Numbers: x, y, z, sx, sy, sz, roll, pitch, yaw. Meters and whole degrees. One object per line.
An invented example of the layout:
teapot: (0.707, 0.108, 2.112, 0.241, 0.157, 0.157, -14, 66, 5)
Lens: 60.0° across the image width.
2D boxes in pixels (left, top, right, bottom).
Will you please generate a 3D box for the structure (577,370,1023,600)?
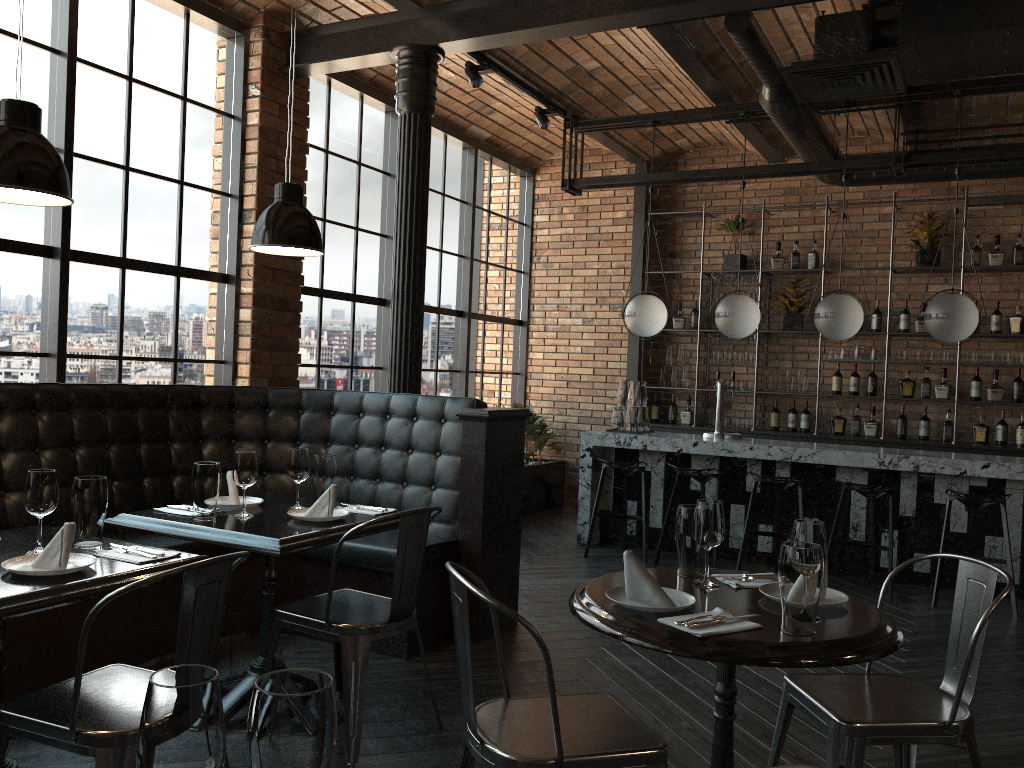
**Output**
structure: (3.353, 0.685, 6.611, 5.346, 1.430, 1.930, 3, 1, 28)

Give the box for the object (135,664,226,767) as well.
object: (-0.360, 0.438, 0.963, 0.092, 0.244, 0.092, 2, 1, -9)

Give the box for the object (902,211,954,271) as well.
object: (3.670, -1.275, 7.835, 0.425, 0.526, 0.430, 3, 1, 30)

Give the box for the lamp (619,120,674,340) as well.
lamp: (1.105, -1.232, 7.114, 0.340, 1.754, 0.340, 2, 1, -16)

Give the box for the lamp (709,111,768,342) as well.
lamp: (1.753, -1.201, 6.774, 0.340, 1.754, 0.340, 2, 1, -16)

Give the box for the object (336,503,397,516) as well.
object: (-0.613, 0.507, 3.625, 0.255, 0.019, 0.157, 3, 1, 28)

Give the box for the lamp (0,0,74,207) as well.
lamp: (-1.359, -1.351, 2.483, 0.291, 1.653, 0.291, 2, 1, -37)

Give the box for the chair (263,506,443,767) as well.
chair: (-0.574, 0.851, 3.250, 0.558, 0.857, 0.504, 3, 1, 33)

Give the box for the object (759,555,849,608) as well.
object: (0.796, 0.526, 2.416, 0.232, 0.139, 0.232, 2, 1, -2)

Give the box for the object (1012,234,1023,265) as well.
object: (4.270, -1.124, 7.477, 0.083, 0.282, 0.083, 3, 1, 13)

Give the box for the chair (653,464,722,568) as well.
chair: (1.334, 0.949, 6.417, 0.475, 0.737, 0.414, 3, 1, 33)

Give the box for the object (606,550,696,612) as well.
object: (0.362, 0.509, 2.308, 0.232, 0.139, 0.232, 2, 1, -18)

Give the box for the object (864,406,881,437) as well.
object: (3.248, 0.339, 7.985, 0.123, 0.279, 0.123, 3, 1, 41)

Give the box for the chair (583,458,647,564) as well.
chair: (0.829, 0.925, 6.683, 0.475, 0.737, 0.414, 3, 1, 18)

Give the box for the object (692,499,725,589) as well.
object: (0.560, 0.456, 2.533, 0.092, 0.244, 0.092, 3, 1, 27)

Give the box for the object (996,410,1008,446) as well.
object: (4.166, 0.373, 7.534, 0.086, 0.298, 0.086, 2, 1, -13)

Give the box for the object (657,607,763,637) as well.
object: (0.495, 0.571, 2.150, 0.255, 0.019, 0.157, 2, 1, -32)

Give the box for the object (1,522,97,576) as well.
object: (-1.257, 0.440, 2.417, 0.232, 0.139, 0.232, 3, 1, 25)

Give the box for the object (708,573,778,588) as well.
object: (0.696, 0.574, 2.614, 0.255, 0.019, 0.157, 2, 1, -12)

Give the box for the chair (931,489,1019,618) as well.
chair: (2.913, 1.025, 5.588, 0.475, 0.737, 0.414, 3, 1, 23)

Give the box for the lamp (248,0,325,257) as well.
lamp: (-0.847, -1.343, 3.459, 0.291, 1.653, 0.291, 2, 1, -17)

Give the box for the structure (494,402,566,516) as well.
structure: (-0.546, 0.691, 7.473, 0.757, 1.072, 4.107, 3, 1, 27)

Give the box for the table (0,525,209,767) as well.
table: (-1.466, 0.874, 2.508, 0.872, 0.758, 0.872, 3, 1, 28)

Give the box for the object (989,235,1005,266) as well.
object: (4.131, -1.128, 7.552, 0.123, 0.279, 0.123, 3, 1, 31)

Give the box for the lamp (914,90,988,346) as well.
lamp: (3.049, -1.138, 6.093, 0.340, 1.754, 0.340, 2, 1, -16)

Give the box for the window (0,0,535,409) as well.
window: (-3.653, -0.712, 2.277, 0.168, 3.253, 16.179, 3, 1, 28)

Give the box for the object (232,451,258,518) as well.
object: (-1.014, 0.380, 3.366, 0.092, 0.244, 0.092, 2, 1, -12)

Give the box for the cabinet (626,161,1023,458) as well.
cabinet: (2.722, -0.476, 8.240, 7.075, 3.779, 0.564, 3, 1, 28)

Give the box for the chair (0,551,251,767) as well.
chair: (-1.008, 0.845, 2.300, 0.558, 0.857, 0.504, 3, 1, 23)

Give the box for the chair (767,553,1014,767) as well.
chair: (1.078, 0.928, 2.553, 0.558, 0.857, 0.504, 2, 1, -7)

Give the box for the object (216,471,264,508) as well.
object: (-1.130, 0.430, 3.614, 0.232, 0.139, 0.232, 3, 1, 22)

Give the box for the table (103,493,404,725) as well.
table: (-0.953, 0.882, 3.485, 0.872, 0.758, 0.872, 3, 1, 28)

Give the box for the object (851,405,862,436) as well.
object: (3.132, 0.330, 8.061, 0.083, 0.282, 0.083, 3, 1, 28)

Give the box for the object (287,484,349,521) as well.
object: (-0.740, 0.449, 3.402, 0.232, 0.139, 0.232, 3, 1, 25)

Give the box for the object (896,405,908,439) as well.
object: (3.459, 0.338, 7.861, 0.086, 0.297, 0.086, 2, 1, -28)

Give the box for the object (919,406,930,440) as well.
object: (3.634, 0.346, 7.806, 0.086, 0.298, 0.086, 2, 1, -13)

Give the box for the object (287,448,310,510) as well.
object: (-0.864, 0.383, 3.582, 0.092, 0.244, 0.092, 2, 1, -12)

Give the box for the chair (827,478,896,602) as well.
chair: (2.346, 0.998, 5.886, 0.475, 0.737, 0.414, 3, 1, 38)

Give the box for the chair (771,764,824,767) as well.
chair: (0.207, 0.913, 0.934, 0.558, 0.857, 0.504, 2, 1, -22)

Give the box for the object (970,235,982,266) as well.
object: (3.993, -1.137, 7.623, 0.083, 0.282, 0.083, 3, 1, 28)

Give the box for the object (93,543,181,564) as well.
object: (-1.130, 0.498, 2.640, 0.255, 0.019, 0.157, 3, 1, 28)

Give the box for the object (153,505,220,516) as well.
object: (-1.235, 0.483, 3.416, 0.255, 0.019, 0.157, 3, 1, 28)

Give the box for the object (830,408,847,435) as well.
object: (2.995, 0.342, 8.133, 0.151, 0.248, 0.094, 3, 1, 17)

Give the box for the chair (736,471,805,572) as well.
chair: (1.832, 0.973, 6.155, 0.475, 0.737, 0.414, 3, 1, 23)

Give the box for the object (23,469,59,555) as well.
object: (-1.381, 0.374, 2.597, 0.092, 0.244, 0.092, 2, 1, -12)

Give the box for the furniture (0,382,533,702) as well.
furniture: (-2.050, 0.618, 2.819, 1.979, 1.212, 5.451, 3, 1, 28)

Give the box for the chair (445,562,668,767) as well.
chair: (0.103, 0.892, 2.248, 0.558, 0.857, 0.504, 2, 1, -17)

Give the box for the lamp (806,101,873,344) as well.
lamp: (2.401, -1.169, 6.433, 0.340, 1.754, 0.340, 2, 1, -16)

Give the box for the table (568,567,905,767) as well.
table: (0.573, 0.960, 2.406, 0.866, 0.758, 0.866, 2, 1, -9)

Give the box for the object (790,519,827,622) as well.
object: (0.742, 0.467, 2.229, 0.092, 0.244, 0.092, 3, 1, 27)
